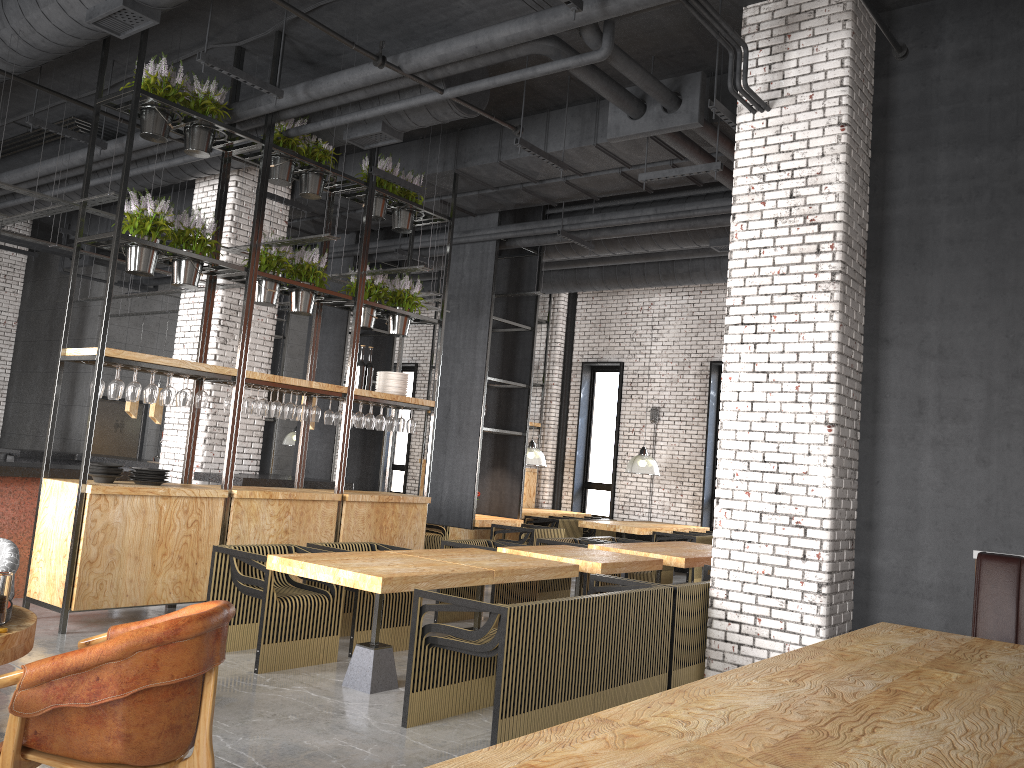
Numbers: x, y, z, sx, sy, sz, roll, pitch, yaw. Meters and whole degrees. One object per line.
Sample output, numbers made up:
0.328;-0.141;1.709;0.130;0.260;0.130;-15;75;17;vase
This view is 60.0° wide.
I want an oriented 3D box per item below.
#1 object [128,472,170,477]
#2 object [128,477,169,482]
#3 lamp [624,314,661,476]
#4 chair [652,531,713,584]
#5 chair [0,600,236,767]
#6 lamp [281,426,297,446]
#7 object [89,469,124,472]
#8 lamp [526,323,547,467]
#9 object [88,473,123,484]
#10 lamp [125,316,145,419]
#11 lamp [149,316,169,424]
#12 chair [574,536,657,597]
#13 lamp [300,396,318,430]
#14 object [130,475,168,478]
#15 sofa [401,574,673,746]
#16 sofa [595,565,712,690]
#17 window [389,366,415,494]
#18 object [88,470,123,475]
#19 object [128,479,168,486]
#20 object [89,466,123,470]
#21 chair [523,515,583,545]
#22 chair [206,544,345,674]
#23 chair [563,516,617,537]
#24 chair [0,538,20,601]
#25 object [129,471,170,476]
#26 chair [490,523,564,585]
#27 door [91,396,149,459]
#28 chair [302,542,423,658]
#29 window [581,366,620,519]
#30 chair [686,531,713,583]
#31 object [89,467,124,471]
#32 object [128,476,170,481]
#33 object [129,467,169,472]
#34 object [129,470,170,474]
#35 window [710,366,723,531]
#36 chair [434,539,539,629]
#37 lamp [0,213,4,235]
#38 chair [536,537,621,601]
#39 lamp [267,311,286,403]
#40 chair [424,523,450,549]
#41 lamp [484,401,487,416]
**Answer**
-2.863;0.728;6.994;0.305;0.042;0.305;5;-5;-5;object
-2.867;0.766;6.988;0.305;0.041;0.305;9;-7;-35;object
2.006;0.129;13.122;0.536;2.411;0.536;7;-7;-16;lamp
2.305;2.387;11.964;0.638;0.732;0.655;0;-7;36;chair
-1.190;1.140;2.732;0.644;0.931;0.679;5;-6;0;chair
-4.197;0.037;17.717;0.536;2.411;0.535;6;-7;-10;lamp
-3.091;0.687;6.728;0.257;0.075;0.256;8;-6;-27;object
0.395;0.109;14.351;0.536;2.411;0.536;7;-7;-16;lamp
-3.093;0.717;6.724;0.257;0.067;0.256;2;-6;30;object
-5.471;-0.273;12.948;0.127;1.550;0.127;0;-8;37;lamp
-4.957;-0.237;12.550;0.127;1.610;0.127;0;-8;37;lamp
1.146;2.076;9.693;0.638;0.732;0.655;0;-7;37;chair
-2.368;-0.233;10.580;0.127;1.550;0.127;0;-8;37;lamp
-2.866;0.743;6.991;0.305;0.046;0.305;5;-5;-5;object
0.235;1.584;5.274;0.640;0.732;1.801;0;-7;37;sofa
1.351;1.815;6.735;0.640;0.732;1.801;0;-7;37;sofa
-2.236;0.960;18.230;0.748;2.705;0.364;0;-8;37;window
-3.092;0.694;6.727;0.257;0.076;0.256;1;-7;37;object
-2.868;0.777;6.988;0.305;0.035;0.305;6;-6;-15;object
-3.089;0.665;6.731;0.257;0.072;0.256;1;-7;37;object
0.597;2.366;13.279;0.638;0.732;0.655;0;-8;38;chair
-1.613;1.500;6.040;0.638;0.732;0.655;0;-8;38;chair
1.207;2.496;14.110;0.638;0.732;0.655;1;-7;36;chair
-2.460;1.132;3.794;0.681;0.931;0.642;5;-6;-3;chair
-2.863;0.714;6.996;0.306;0.037;0.305;1;-7;39;object
0.165;2.091;10.738;0.638;0.732;0.655;0;-7;36;chair
-7.524;1.310;16.729;0.158;2.108;1.117;0;-8;37;door
-1.129;1.602;6.697;0.638;0.732;0.655;0;-8;40;chair
1.565;1.009;15.330;0.748;2.705;0.364;0;-8;37;window
2.954;2.517;12.765;0.638;0.732;0.655;1;-7;35;chair
-3.088;0.669;6.730;0.257;0.072;0.256;4;-6;10;object
-2.866;0.751;6.991;0.305;0.044;0.305;1;-7;38;object
-2.861;0.688;7.000;0.306;0.039;0.305;3;-6;20;object
-2.863;0.702;6.997;0.305;0.049;0.305;8;-6;-27;object
3.489;1.033;13.861;0.748;2.705;0.364;0;-8;37;window
-0.212;1.794;7.915;0.638;0.732;0.655;0;-7;36;chair
-4.549;-0.711;7.722;0.108;1.602;0.108;7;-7;-20;lamp
0.668;1.974;9.043;0.638;0.732;0.655;0;-8;38;chair
-2.879;-0.315;10.984;0.127;1.398;0.127;0;-8;37;lamp
-1.291;2.069;11.811;0.638;0.732;0.655;0;-8;40;chair
-0.314;-0.385;11.569;0.108;1.602;0.108;4;-7;10;lamp
